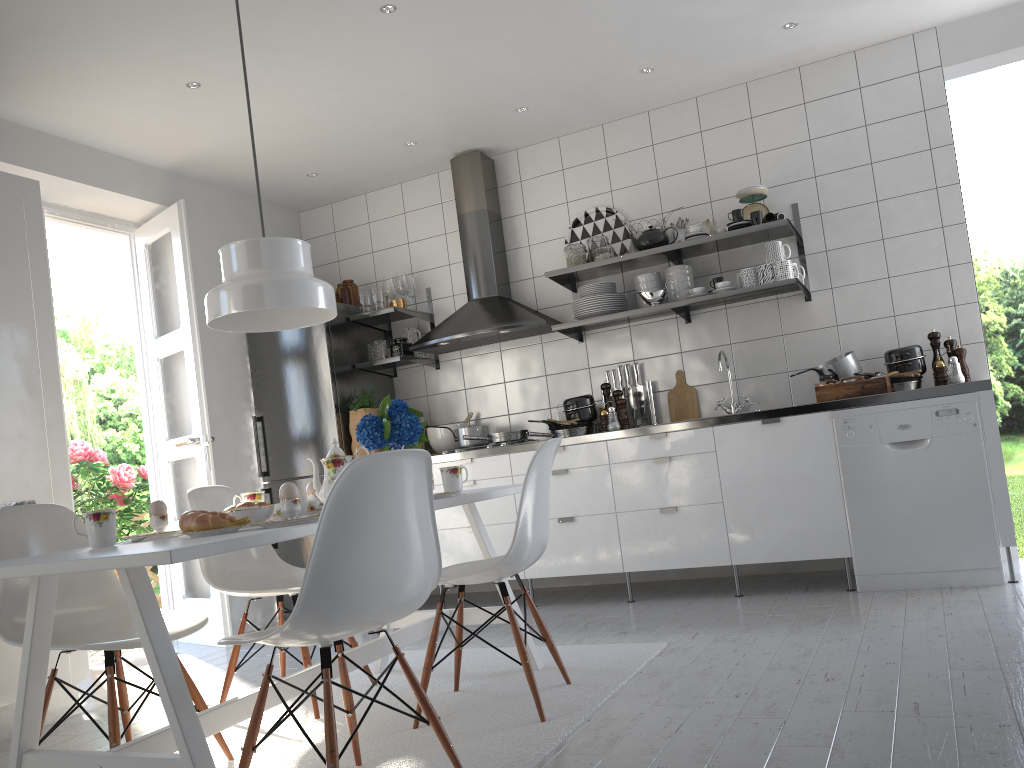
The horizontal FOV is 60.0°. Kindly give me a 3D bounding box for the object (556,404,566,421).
[{"bbox_3d":[0.306,0.211,4.993,0.101,0.201,0.081,-8,-3,15],"label":"object"}]

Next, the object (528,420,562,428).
[{"bbox_3d":[0.280,0.212,4.722,0.246,0.080,0.356,-10,-6,32],"label":"object"}]

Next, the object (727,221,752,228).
[{"bbox_3d":[1.120,-0.772,4.349,0.121,0.023,0.121,-4,-6,-34],"label":"object"}]

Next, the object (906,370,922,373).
[{"bbox_3d":[1.783,-0.033,4.139,0.065,0.021,0.337,-6,-5,-12],"label":"object"}]

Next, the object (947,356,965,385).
[{"bbox_3d":[2.017,-0.059,4.039,0.069,0.135,0.069,-8,-3,5],"label":"object"}]

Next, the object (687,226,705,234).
[{"bbox_3d":[0.924,-0.759,4.454,0.079,0.049,0.082,-7,-5,-2],"label":"object"}]

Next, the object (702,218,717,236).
[{"bbox_3d":[1.030,-0.783,4.618,0.115,0.151,0.128,-4,-5,-39],"label":"object"}]

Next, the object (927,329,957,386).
[{"bbox_3d":[2.037,-0.124,4.171,0.124,0.282,0.061,-9,-3,30],"label":"object"}]

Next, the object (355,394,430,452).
[{"bbox_3d":[-0.410,0.221,3.101,0.266,0.376,0.236,-9,-4,27],"label":"object"}]

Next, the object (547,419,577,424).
[{"bbox_3d":[0.260,0.198,4.670,0.059,0.060,0.335,-6,-5,-18],"label":"object"}]

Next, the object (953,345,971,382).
[{"bbox_3d":[2.073,-0.087,4.086,0.058,0.184,0.059,-5,-4,-37],"label":"object"}]

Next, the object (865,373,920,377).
[{"bbox_3d":[1.754,-0.043,4.114,0.059,0.060,0.335,-6,-5,-18],"label":"object"}]

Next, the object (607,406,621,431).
[{"bbox_3d":[0.523,0.181,4.596,0.069,0.135,0.069,-8,-3,5],"label":"object"}]

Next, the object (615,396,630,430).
[{"bbox_3d":[0.579,0.154,4.643,0.058,0.184,0.059,-5,-4,-37],"label":"object"}]

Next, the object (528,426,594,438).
[{"bbox_3d":[0.265,0.266,4.753,0.351,0.060,0.233,-8,-5,3],"label":"object"}]

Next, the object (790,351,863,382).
[{"bbox_3d":[1.517,-0.058,4.325,0.371,0.168,0.203,-7,-4,2],"label":"object"}]

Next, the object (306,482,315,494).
[{"bbox_3d":[-0.681,0.367,3.037,0.048,0.063,0.048,-9,-4,29],"label":"object"}]

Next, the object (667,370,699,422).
[{"bbox_3d":[0.920,0.069,4.798,0.158,0.293,0.047,-9,-3,25],"label":"object"}]

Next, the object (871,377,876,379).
[{"bbox_3d":[1.607,0.001,3.909,0.070,0.060,0.043,-11,-5,42],"label":"object"}]

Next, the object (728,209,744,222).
[{"bbox_3d":[1.106,-0.815,4.358,0.055,0.078,0.071,-4,-5,-45],"label":"object"}]

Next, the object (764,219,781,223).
[{"bbox_3d":[1.273,-0.776,4.317,0.121,0.021,0.121,-10,-6,29],"label":"object"}]

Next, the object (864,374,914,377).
[{"bbox_3d":[1.740,-0.034,4.109,0.064,0.044,0.336,-7,-5,-9],"label":"object"}]

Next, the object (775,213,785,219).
[{"bbox_3d":[1.291,-0.810,4.318,0.069,0.059,0.083,-7,-4,2],"label":"object"}]

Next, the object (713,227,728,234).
[{"bbox_3d":[1.056,-0.756,4.461,0.080,0.047,0.082,-11,-6,37],"label":"object"}]

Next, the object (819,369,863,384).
[{"bbox_3d":[1.595,0.004,4.247,0.200,0.153,0.348,-8,-5,9],"label":"object"}]

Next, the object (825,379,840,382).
[{"bbox_3d":[1.593,0.012,4.101,0.266,0.106,0.048,-9,-4,21],"label":"object"}]

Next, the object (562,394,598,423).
[{"bbox_3d":[0.364,0.140,4.747,0.190,0.159,0.198,-6,-4,-14],"label":"object"}]

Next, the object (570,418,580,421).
[{"bbox_3d":[0.289,0.208,4.696,0.065,0.021,0.337,-6,-5,-12],"label":"object"}]

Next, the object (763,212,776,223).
[{"bbox_3d":[1.255,-0.799,4.321,0.069,0.058,0.080,-7,-4,-3],"label":"object"}]

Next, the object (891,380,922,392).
[{"bbox_3d":[1.759,0.026,4.197,0.351,0.060,0.233,-8,-5,3],"label":"object"}]

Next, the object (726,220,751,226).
[{"bbox_3d":[1.116,-0.781,4.351,0.121,0.023,0.121,-5,-6,-25],"label":"object"}]

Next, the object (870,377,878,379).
[{"bbox_3d":[1.607,-0.001,3.915,0.042,0.062,0.069,-5,-5,-35],"label":"object"}]

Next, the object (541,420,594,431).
[{"bbox_3d":[0.270,0.228,4.727,0.347,0.082,0.244,-5,-5,-24],"label":"object"}]

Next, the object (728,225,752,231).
[{"bbox_3d":[1.122,-0.753,4.349,0.121,0.021,0.121,-7,-5,2],"label":"object"}]

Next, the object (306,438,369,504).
[{"bbox_3d":[-0.538,0.282,2.776,0.150,0.230,0.140,-11,-5,43],"label":"object"}]

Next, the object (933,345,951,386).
[{"bbox_3d":[1.992,-0.079,4.102,0.081,0.192,0.058,-8,-3,13],"label":"object"}]

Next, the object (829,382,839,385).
[{"bbox_3d":[1.528,0.021,3.978,0.030,0.084,0.221,-5,-5,-40],"label":"object"}]

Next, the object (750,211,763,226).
[{"bbox_3d":[1.189,-0.796,4.287,0.055,0.077,0.070,-6,-4,-12],"label":"object"}]

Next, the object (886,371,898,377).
[{"bbox_3d":[1.631,0.008,4.057,0.271,0.094,0.050,-10,-4,29],"label":"object"}]

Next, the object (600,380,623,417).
[{"bbox_3d":[0.544,0.116,4.728,0.124,0.282,0.061,-9,-3,30],"label":"object"}]

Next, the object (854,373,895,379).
[{"bbox_3d":[1.773,-0.028,4.165,0.246,0.080,0.356,-10,-6,32],"label":"object"}]

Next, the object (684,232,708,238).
[{"bbox_3d":[0.925,-0.738,4.455,0.121,0.024,0.121,-9,-5,20],"label":"object"}]

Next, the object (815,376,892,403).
[{"bbox_3d":[1.548,0.017,4.021,0.301,0.100,0.211,-10,-5,27],"label":"object"}]

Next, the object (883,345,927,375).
[{"bbox_3d":[1.858,-0.101,4.190,0.190,0.159,0.198,-6,-4,-14],"label":"object"}]

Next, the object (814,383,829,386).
[{"bbox_3d":[1.469,0.027,4.008,0.030,0.093,0.218,-5,-5,-40],"label":"object"}]

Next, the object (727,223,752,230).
[{"bbox_3d":[1.120,-0.762,4.350,0.121,0.021,0.121,-10,-6,29],"label":"object"}]

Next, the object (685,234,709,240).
[{"bbox_3d":[0.930,-0.729,4.453,0.121,0.021,0.121,-10,-6,29],"label":"object"}]

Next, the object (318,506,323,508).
[{"bbox_3d":[-0.673,0.430,3.034,0.201,0.016,0.201,-10,-6,29],"label":"object"}]

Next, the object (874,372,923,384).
[{"bbox_3d":[1.764,-0.013,4.170,0.347,0.082,0.244,-5,-5,-24],"label":"object"}]

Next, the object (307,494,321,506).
[{"bbox_3d":[-0.676,0.404,3.035,0.048,0.057,0.048,-6,-4,-25],"label":"object"}]

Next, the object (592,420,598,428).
[{"bbox_3d":[0.423,0.196,4.992,0.101,0.201,0.080,-11,-5,44],"label":"object"}]

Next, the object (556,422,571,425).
[{"bbox_3d":[0.246,0.206,4.666,0.064,0.044,0.336,-7,-5,-9],"label":"object"}]

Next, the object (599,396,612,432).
[{"bbox_3d":[0.498,0.162,4.658,0.081,0.192,0.058,-8,-3,13],"label":"object"}]

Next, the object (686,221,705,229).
[{"bbox_3d":[0.920,-0.788,4.456,0.083,0.067,0.078,-11,-5,39],"label":"object"}]

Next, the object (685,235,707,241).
[{"bbox_3d":[0.931,-0.720,4.453,0.121,0.021,0.121,-10,-6,29],"label":"object"}]

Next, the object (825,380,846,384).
[{"bbox_3d":[1.495,0.030,4.107,0.118,0.099,0.084,-9,-4,18],"label":"object"}]

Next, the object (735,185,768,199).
[{"bbox_3d":[1.224,-0.973,4.530,0.163,0.046,0.165,-6,-5,-16],"label":"object"}]

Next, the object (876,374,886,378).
[{"bbox_3d":[1.659,-0.019,3.993,0.050,0.058,0.053,-9,-4,18],"label":"object"}]

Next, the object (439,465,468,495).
[{"bbox_3d":[-0.196,0.323,2.958,0.078,0.095,0.091,-9,-4,18],"label":"object"}]
